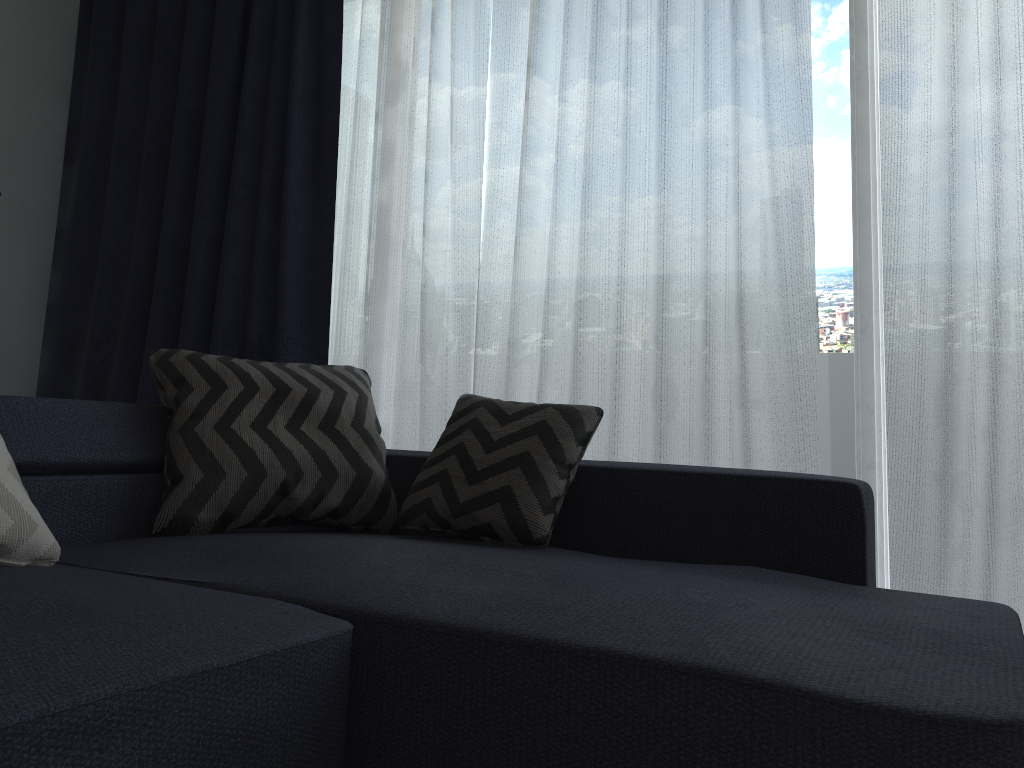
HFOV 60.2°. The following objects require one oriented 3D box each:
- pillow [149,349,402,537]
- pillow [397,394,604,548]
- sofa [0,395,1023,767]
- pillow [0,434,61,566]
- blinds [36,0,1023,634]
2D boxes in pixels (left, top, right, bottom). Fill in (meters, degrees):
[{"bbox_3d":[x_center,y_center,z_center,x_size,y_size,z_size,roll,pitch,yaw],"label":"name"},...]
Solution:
[{"bbox_3d":[-0.590,0.184,2.203,0.595,0.524,0.353,6,-8,-31],"label":"pillow"},{"bbox_3d":[-0.031,0.190,2.087,0.414,0.349,0.283,-1,-7,32],"label":"pillow"},{"bbox_3d":[-0.491,0.298,0.971,1.898,0.615,2.847,0,-4,28],"label":"sofa"},{"bbox_3d":[-1.020,0.100,1.393,0.342,0.392,0.490,-1,-6,28],"label":"pillow"},{"bbox_3d":[-0.310,-0.833,0.188,7.127,2.804,5.749,0,-5,31],"label":"blinds"}]
